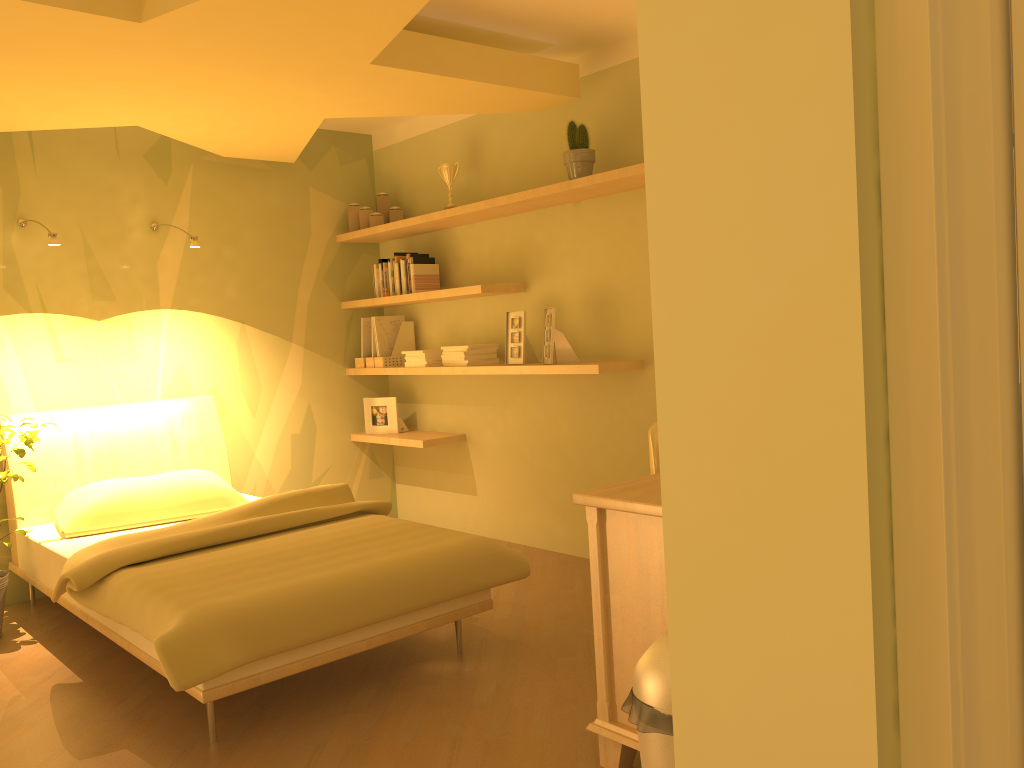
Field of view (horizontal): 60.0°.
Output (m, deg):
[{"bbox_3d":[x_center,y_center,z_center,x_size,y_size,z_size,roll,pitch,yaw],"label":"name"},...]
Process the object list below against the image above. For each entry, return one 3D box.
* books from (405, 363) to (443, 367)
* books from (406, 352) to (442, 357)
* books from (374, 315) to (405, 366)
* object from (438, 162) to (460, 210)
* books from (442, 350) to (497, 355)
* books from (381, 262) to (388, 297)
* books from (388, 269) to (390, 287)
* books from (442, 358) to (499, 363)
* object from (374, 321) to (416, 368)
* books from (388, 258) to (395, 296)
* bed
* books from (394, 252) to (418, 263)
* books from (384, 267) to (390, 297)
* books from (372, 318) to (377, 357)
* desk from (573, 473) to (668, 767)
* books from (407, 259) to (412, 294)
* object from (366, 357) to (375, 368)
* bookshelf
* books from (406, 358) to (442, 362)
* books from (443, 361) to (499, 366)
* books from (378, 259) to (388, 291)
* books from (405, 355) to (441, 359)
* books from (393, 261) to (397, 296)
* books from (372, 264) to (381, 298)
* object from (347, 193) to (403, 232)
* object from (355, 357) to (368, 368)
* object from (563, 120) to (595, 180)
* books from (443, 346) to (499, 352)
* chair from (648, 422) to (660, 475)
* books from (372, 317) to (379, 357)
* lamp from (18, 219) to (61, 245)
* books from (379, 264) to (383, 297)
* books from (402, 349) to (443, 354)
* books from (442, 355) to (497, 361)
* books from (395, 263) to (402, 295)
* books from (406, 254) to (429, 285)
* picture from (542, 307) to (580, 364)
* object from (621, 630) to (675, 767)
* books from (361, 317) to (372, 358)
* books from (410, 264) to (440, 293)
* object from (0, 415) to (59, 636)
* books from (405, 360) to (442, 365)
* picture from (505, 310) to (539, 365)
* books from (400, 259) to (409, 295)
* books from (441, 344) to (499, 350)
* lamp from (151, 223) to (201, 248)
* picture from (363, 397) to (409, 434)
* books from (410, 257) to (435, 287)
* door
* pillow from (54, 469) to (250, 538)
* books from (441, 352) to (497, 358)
[{"bbox_3d":[-0.431,-0.110,4.940,0.270,0.015,0.190,-7,5,-42],"label":"books"},{"bbox_3d":[-0.427,-0.171,4.935,0.270,0.015,0.190,-6,4,-39],"label":"books"},{"bbox_3d":[-0.704,-0.254,5.222,0.210,0.296,0.043,-6,5,-41],"label":"books"},{"bbox_3d":[-0.329,-1.034,4.721,0.160,0.268,0.095,-2,4,19],"label":"object"},{"bbox_3d":[-0.226,-0.168,4.683,0.190,0.015,0.270,-5,4,-28],"label":"books"},{"bbox_3d":[-0.685,-0.604,5.158,0.157,0.203,0.032,-6,5,-41],"label":"books"},{"bbox_3d":[-0.646,-0.598,5.122,0.146,0.193,0.032,-6,5,-41],"label":"books"},{"bbox_3d":[-0.221,-0.123,4.694,0.190,0.015,0.270,-6,4,-33],"label":"books"},{"bbox_3d":[-0.690,-0.233,5.208,0.236,0.259,0.087,-6,5,-41],"label":"object"},{"bbox_3d":[-0.631,-0.609,5.088,0.166,0.217,0.038,-6,5,-41],"label":"books"},{"bbox_3d":[-1.207,0.557,3.570,1.286,0.894,2.378,-6,5,-41],"label":"bed"},{"bbox_3d":[-0.598,-0.625,5.055,0.157,0.247,0.021,-6,5,-41],"label":"books"},{"bbox_3d":[-0.667,-0.588,5.139,0.157,0.172,0.021,-6,5,-41],"label":"books"},{"bbox_3d":[-0.741,-0.253,5.261,0.214,0.297,0.048,-6,5,-41],"label":"books"},{"bbox_3d":[0.918,0.580,2.496,1.396,0.720,0.684,-6,5,-41],"label":"desk"},{"bbox_3d":[-0.514,-0.600,4.963,0.157,0.198,0.022,-6,5,-41],"label":"books"},{"bbox_3d":[-0.753,-0.233,5.281,0.236,0.259,0.087,-6,5,-41],"label":"object"},{"bbox_3d":[-0.044,-0.279,4.474,0.300,1.240,2.605,-6,5,-41],"label":"bookshelf"},{"bbox_3d":[-0.425,-0.140,4.935,0.270,0.015,0.190,-6,5,-40],"label":"books"},{"bbox_3d":[-0.220,-0.108,4.695,0.190,0.015,0.270,-6,4,-30],"label":"books"},{"bbox_3d":[-0.715,-0.617,5.204,0.138,0.229,0.032,-6,5,-41],"label":"books"},{"bbox_3d":[-0.431,-0.155,4.931,0.270,0.015,0.190,-7,5,-42],"label":"books"},{"bbox_3d":[-0.609,-0.603,5.072,0.155,0.203,0.017,-6,5,-41],"label":"books"},{"bbox_3d":[-0.745,-0.604,5.225,0.157,0.203,0.040,-6,5,-41],"label":"books"},{"bbox_3d":[-0.811,-1.016,5.238,0.234,0.229,0.349,-6,4,-40],"label":"object"},{"bbox_3d":[-0.837,-0.234,5.375,0.087,0.259,0.236,0,5,43],"label":"object"},{"bbox_3d":[0.297,-1.039,3.943,0.145,0.294,0.145,-1,4,30],"label":"object"},{"bbox_3d":[-0.220,-0.184,4.703,0.190,0.015,0.270,-6,4,-30],"label":"books"},{"bbox_3d":[0.732,0.522,3.087,0.531,0.785,0.546,-5,4,-21],"label":"chair"},{"bbox_3d":[-0.713,-0.253,5.226,0.210,0.296,0.036,-6,5,-41],"label":"books"},{"bbox_3d":[-2.142,-0.692,4.008,0.050,0.178,0.533,-6,5,-41],"label":"lamp"},{"bbox_3d":[-0.703,-0.601,5.178,0.157,0.198,0.022,-6,5,-41],"label":"books"},{"bbox_3d":[-0.449,-0.184,4.938,0.270,0.015,0.190,-7,5,-44],"label":"books"},{"bbox_3d":[-0.227,-0.138,4.686,0.190,0.015,0.270,-5,4,-29],"label":"books"},{"bbox_3d":[-0.585,-0.593,5.032,0.173,0.184,0.032,-6,5,-41],"label":"books"},{"bbox_3d":[-0.526,-0.616,4.988,0.138,0.229,0.032,-6,5,-41],"label":"books"},{"bbox_3d":[0.232,-0.229,4.181,0.171,0.264,0.134,-4,4,-15],"label":"picture"},{"bbox_3d":[0.355,0.750,1.762,0.248,0.535,0.255,-4,3,-7],"label":"object"},{"bbox_3d":[-0.823,-0.254,5.357,0.048,0.297,0.214,0,5,43],"label":"books"},{"bbox_3d":[-0.482,-0.581,4.913,0.178,0.163,0.032,-6,5,-41],"label":"books"},{"bbox_3d":[-2.287,0.595,3.585,0.372,0.944,0.828,0,5,42],"label":"object"},{"bbox_3d":[-0.432,-0.125,4.940,0.270,0.015,0.190,-7,5,-45],"label":"books"},{"bbox_3d":[0.064,-0.234,4.436,0.171,0.264,0.134,-7,5,-42],"label":"picture"},{"bbox_3d":[-0.556,-0.603,5.010,0.157,0.203,0.040,-6,5,-41],"label":"books"},{"bbox_3d":[-0.225,-0.198,4.689,0.190,0.015,0.270,-6,4,-35],"label":"books"},{"bbox_3d":[-1.679,-0.744,4.414,0.050,0.178,0.533,-6,5,-41],"label":"lamp"},{"bbox_3d":[-0.766,0.186,5.335,0.247,0.219,0.131,-2,4,26],"label":"picture"},{"bbox_3d":[-0.496,-0.602,4.942,0.157,0.203,0.032,-6,5,-41],"label":"books"},{"bbox_3d":[0.911,0.035,0.881,0.098,2.033,0.884,-6,5,-41],"label":"door"},{"bbox_3d":[-1.659,0.538,4.099,0.801,0.213,0.482,-6,4,-31],"label":"pillow"},{"bbox_3d":[-0.230,-0.153,4.690,0.190,0.015,0.270,-6,4,-30],"label":"books"}]
